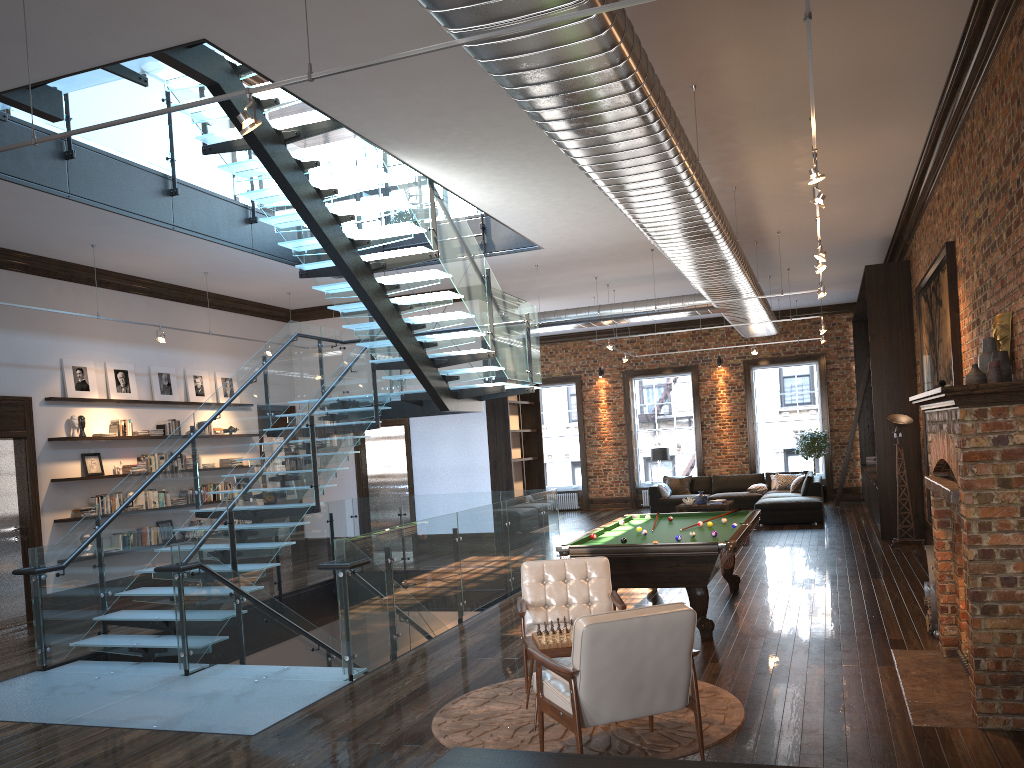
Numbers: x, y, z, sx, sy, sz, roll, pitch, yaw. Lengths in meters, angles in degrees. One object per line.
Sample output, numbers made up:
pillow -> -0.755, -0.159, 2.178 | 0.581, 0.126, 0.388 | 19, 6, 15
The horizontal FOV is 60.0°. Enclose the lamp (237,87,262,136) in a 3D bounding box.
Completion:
lamp -> -1.286, -1.333, 4.350 | 0.113, 0.230, 0.114 | -4, 0, 9

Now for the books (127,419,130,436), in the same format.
books -> -5.252, 0.599, 12.042 | 0.112, 0.229, 0.024 | -4, 1, 20

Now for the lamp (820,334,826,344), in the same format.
lamp -> 6.181, -0.909, 17.598 | 0.113, 0.230, 0.114 | -4, 0, -31

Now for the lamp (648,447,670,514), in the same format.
lamp -> 3.176, 2.137, 19.399 | 0.418, 1.467, 0.689 | -4, 0, -41

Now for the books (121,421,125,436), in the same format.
books -> -5.282, 0.607, 11.907 | 0.164, 0.198, 0.029 | -4, 1, 20

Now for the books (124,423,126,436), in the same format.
books -> -5.273, 0.619, 11.935 | 0.158, 0.177, 0.029 | -4, 1, 20

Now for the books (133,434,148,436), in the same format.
books -> -5.167, 0.707, 12.255 | 0.156, 0.015, 0.210 | -5, -4, 19

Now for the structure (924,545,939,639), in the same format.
structure -> 3.556, 1.527, 7.003 | 0.539, 0.919, 0.926 | -4, -1, 20

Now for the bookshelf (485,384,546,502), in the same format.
bookshelf -> 0.088, 1.052, 15.607 | 0.401, 3.518, 1.779 | -3, 0, 19

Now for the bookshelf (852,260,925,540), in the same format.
bookshelf -> 6.767, 0.415, 16.260 | 0.601, 3.998, 7.405 | -3, -3, 19

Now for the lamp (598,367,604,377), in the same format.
lamp -> 2.173, -0.286, 21.740 | 0.126, 0.237, 0.155 | -4, -1, 20

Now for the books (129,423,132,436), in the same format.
books -> -5.239, 0.625, 12.070 | 0.132, 0.178, 0.035 | -4, 1, 20

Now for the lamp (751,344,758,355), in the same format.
lamp -> 5.213, -0.743, 19.074 | 0.113, 0.230, 0.114 | -4, 0, -11

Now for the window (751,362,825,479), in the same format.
window -> 6.445, 0.905, 20.692 | 1.523, 2.754, 0.154 | -4, 1, 20

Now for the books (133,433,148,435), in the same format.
books -> -5.161, 0.693, 12.267 | 0.159, 0.014, 0.183 | -5, -4, 19

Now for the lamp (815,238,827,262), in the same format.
lamp -> 3.029, -1.314, 8.723 | 0.113, 0.230, 0.114 | -4, 0, -41

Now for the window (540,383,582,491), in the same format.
window -> 1.070, 1.391, 22.622 | 1.523, 2.754, 0.154 | -4, 1, 20

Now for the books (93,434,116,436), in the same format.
books -> -5.373, 0.670, 11.691 | 0.142, 0.011, 0.255 | -5, -4, 21

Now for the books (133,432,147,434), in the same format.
books -> -5.170, 0.678, 12.254 | 0.125, 0.014, 0.213 | -5, -4, 19

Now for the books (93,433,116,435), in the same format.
books -> -5.374, 0.659, 11.691 | 0.142, 0.011, 0.255 | -5, -4, 18

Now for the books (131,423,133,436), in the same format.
books -> -5.230, 0.625, 12.105 | 0.129, 0.182, 0.012 | -4, 1, 20

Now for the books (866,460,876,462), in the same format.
books -> 7.938, 1.707, 19.602 | 0.200, 0.019, 0.255 | -5, -4, 22

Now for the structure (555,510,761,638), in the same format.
structure -> 1.599, 1.819, 8.794 | 1.555, 0.851, 2.955 | -5, -4, 19

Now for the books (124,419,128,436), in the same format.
books -> -5.259, 0.596, 11.996 | 0.133, 0.229, 0.025 | -4, 1, 20

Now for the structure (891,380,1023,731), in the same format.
structure -> 2.917, 0.992, 5.697 | 0.888, 1.907, 1.997 | -4, -2, 19

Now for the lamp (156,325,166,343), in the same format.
lamp -> -4.507, -0.637, 11.374 | 0.113, 0.230, 0.114 | -4, 0, -26

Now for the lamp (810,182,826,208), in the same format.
lamp -> 2.263, -1.412, 6.581 | 0.114, 0.230, 0.113 | -4, 0, -6

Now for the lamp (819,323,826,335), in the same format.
lamp -> 5.508, -0.995, 15.710 | 0.113, 0.230, 0.114 | -4, 0, -5

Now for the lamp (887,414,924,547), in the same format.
lamp -> 5.416, 1.318, 12.234 | 0.426, 1.828, 0.505 | -3, 1, 25

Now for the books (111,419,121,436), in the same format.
books -> -5.306, 0.591, 11.881 | 0.143, 0.229, 0.014 | -4, 1, 20

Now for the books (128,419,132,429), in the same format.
books -> -5.240, 0.600, 12.094 | 0.119, 0.233, 0.014 | -4, 1, 20

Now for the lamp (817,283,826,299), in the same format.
lamp -> 3.943, -1.197, 11.294 | 0.114, 0.230, 0.113 | -4, 0, 34

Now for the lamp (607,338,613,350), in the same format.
lamp -> 1.766, -0.725, 16.064 | 0.114, 0.230, 0.113 | -4, 0, 40

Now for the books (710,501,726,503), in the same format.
books -> 4.020, 2.310, 17.315 | 0.261, 0.024, 0.206 | -1, -5, -36

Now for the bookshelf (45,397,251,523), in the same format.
bookshelf -> -4.913, 1.273, 12.826 | 0.201, 2.054, 4.074 | -3, -3, 19

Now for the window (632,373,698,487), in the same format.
window -> 3.756, 1.148, 21.657 | 1.523, 2.754, 0.154 | -4, 1, 20

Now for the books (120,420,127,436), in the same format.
books -> -5.259, 0.599, 11.950 | 0.164, 0.216, 0.012 | -4, 1, 20

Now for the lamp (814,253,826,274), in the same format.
lamp -> 3.252, -1.286, 9.349 | 0.114, 0.230, 0.113 | -4, 0, -1

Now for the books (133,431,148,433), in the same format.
books -> -5.169, 0.666, 12.262 | 0.153, 0.013, 0.195 | -5, -4, 19

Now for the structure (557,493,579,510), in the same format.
structure -> 1.081, 2.975, 22.384 | 1.304, 0.395, 0.215 | -5, -1, 20

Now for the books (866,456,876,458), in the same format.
books -> 7.934, 1.616, 19.600 | 0.200, 0.020, 0.211 | -5, -4, 24

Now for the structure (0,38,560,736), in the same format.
structure -> -2.107, 0.763, 9.453 | 3.582, 14.499, 7.032 | -4, 0, 19

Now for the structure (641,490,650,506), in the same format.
structure -> 3.766, 2.733, 21.420 | 1.304, 0.395, 0.215 | -5, -1, 20

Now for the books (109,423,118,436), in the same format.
books -> -5.323, 0.617, 11.855 | 0.129, 0.176, 0.050 | -4, 0, 20

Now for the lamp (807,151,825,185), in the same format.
lamp -> 2.031, -1.450, 5.932 | 0.116, 0.213, 0.118 | -4, 0, -29

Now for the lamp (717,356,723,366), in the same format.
lamp -> 4.865, -0.529, 20.774 | 0.126, 0.237, 0.155 | -4, -1, 20

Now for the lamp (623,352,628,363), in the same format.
lamp -> 2.423, -0.569, 18.947 | 0.113, 0.230, 0.114 | -4, 0, -30
